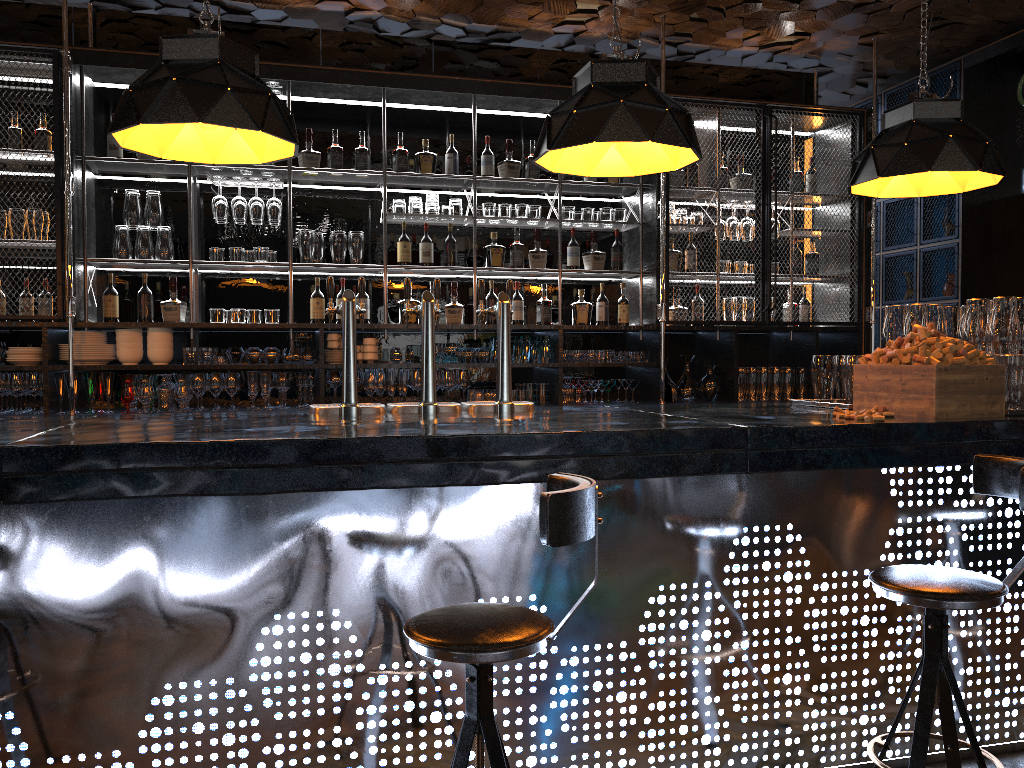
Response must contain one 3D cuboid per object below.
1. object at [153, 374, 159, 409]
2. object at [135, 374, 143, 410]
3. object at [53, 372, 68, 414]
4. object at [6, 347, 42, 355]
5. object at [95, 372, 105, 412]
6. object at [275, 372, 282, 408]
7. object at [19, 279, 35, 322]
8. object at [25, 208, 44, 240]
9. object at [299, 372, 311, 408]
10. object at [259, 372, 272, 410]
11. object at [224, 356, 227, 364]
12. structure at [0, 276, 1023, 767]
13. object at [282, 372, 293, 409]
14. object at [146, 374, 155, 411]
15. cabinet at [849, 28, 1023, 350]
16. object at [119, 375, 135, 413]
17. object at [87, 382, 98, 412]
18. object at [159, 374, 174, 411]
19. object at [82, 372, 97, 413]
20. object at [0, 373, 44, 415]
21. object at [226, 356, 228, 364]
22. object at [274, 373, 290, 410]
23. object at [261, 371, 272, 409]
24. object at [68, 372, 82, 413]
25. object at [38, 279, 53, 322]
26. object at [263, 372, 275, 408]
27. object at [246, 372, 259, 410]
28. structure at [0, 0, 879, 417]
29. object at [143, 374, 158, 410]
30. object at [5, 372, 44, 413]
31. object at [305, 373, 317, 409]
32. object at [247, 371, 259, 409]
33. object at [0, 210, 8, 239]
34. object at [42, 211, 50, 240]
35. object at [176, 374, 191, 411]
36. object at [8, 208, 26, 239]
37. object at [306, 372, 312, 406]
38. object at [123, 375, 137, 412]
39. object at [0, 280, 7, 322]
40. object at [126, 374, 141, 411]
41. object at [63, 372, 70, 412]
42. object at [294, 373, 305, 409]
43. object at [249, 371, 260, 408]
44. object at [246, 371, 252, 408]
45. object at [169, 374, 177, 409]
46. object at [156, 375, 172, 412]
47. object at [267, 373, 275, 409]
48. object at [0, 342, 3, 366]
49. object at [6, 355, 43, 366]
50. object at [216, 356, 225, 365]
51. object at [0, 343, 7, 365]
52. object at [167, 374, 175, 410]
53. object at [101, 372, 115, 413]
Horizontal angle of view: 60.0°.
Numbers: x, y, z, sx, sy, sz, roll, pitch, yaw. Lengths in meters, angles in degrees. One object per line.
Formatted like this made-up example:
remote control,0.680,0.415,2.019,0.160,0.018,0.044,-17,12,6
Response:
object,-2.160,0.047,5.324,0.082,0.213,0.082,0,2,16
object,-2.253,0.048,5.301,0.082,0.213,0.082,-2,2,-38
object,-2.525,0.051,4.962,0.073,0.229,0.073,-1,2,-26
object,-2.703,-0.175,4.948,0.211,0.060,0.209,1,2,30
object,-2.362,0.046,5.097,0.073,0.229,0.073,-1,2,-26
object,-1.440,0.036,5.509,0.092,0.218,0.092,1,2,36
object,-2.795,-0.476,5.108,0.075,0.260,0.075,1,2,34
object,-2.711,-0.899,5.036,0.092,0.182,0.092,-1,2,-20
object,-1.272,0.038,5.446,0.071,0.217,0.071,0,2,-7
object,-1.454,0.041,5.223,0.071,0.226,0.071,-2,2,-43
object,-1.728,-0.141,5.293,0.049,0.048,0.044,-1,2,-27
structure,-0.418,0.443,2.983,6.009,1.685,1.214,-1,2,-15
object,-1.378,0.040,5.387,0.092,0.218,0.092,1,2,36
object,-2.117,0.052,5.151,0.082,0.213,0.082,-2,2,-39
cabinet,3.708,-0.565,5.569,0.691,3.514,4.416,-1,2,-15
object,-2.186,0.055,5.043,0.082,0.213,0.082,0,2,14
object,-2.432,0.045,5.146,0.073,0.229,0.073,-1,2,-26
object,-2.020,0.051,5.178,0.082,0.213,0.082,-1,2,-36
object,-2.389,0.049,5.019,0.073,0.229,0.073,-1,2,-26
object,-2.804,0.054,4.955,0.376,0.227,0.186,-1,2,-17
object,-1.771,-0.146,5.451,0.049,0.048,0.044,-1,2,-27
object,-1.366,0.043,5.278,0.092,0.218,0.092,1,2,36
object,-1.474,0.038,5.301,0.071,0.226,0.071,-2,2,-43
object,-2.484,0.048,5.046,0.073,0.229,0.073,-1,2,-26
object,-2.690,-0.477,5.115,0.075,0.260,0.075,1,2,34
object,-1.501,0.037,5.492,0.092,0.218,0.092,1,2,36
object,-1.534,0.041,5.242,0.071,0.226,0.071,-2,2,-43
structure,-0.769,-0.565,5.424,6.750,3.553,1.143,-1,2,-15
object,-2.133,0.049,5.242,0.082,0.213,0.082,0,2,6
object,-2.854,0.048,5.144,0.376,0.227,0.186,-1,2,-17
object,-1.209,0.041,5.337,0.071,0.217,0.071,0,2,-7
object,-1.558,0.038,5.324,0.071,0.226,0.071,-2,2,-43
object,-2.935,-0.900,5.078,0.092,0.182,0.092,-1,2,-20
object,-2.725,-0.902,5.130,0.092,0.182,0.092,-1,2,-20
object,-1.926,0.050,5.204,0.082,0.213,0.082,-1,2,-34
object,-2.808,-0.899,5.032,0.092,0.182,0.092,-1,2,-20
object,-1.281,0.035,5.526,0.071,0.217,0.071,0,2,-7
object,-2.207,0.053,5.131,0.082,0.213,0.082,-1,2,-23
object,-2.923,-0.473,5.052,0.075,0.261,0.075,1,2,34
object,-2.227,0.050,5.216,0.082,0.213,0.082,1,2,35
object,-2.542,0.046,5.109,0.073,0.229,0.073,-1,2,-26
object,-1.279,0.041,5.358,0.071,0.217,0.071,0,2,-7
object,-1.577,0.035,5.415,0.071,0.226,0.071,-2,2,-43
object,-1.607,0.033,5.488,0.071,0.226,0.071,-2,2,-43
object,-2.064,0.046,5.352,0.082,0.213,0.082,-1,2,-15
object,-1.999,0.053,5.093,0.082,0.213,0.082,0,2,19
object,-1.479,0.040,5.386,0.092,0.218,0.092,1,2,36
object,-2.867,-0.167,4.926,0.074,0.131,0.074,0,2,-2
object,-2.704,-0.134,4.949,0.209,0.060,0.211,1,2,35
object,-1.707,-0.138,5.189,0.049,0.048,0.044,1,2,28
object,-2.941,-0.171,5.090,0.074,0.131,0.074,0,2,-2
object,-2.043,0.048,5.265,0.082,0.213,0.082,0,2,17
object,-2.293,0.048,5.040,0.073,0.229,0.073,-1,2,-26
